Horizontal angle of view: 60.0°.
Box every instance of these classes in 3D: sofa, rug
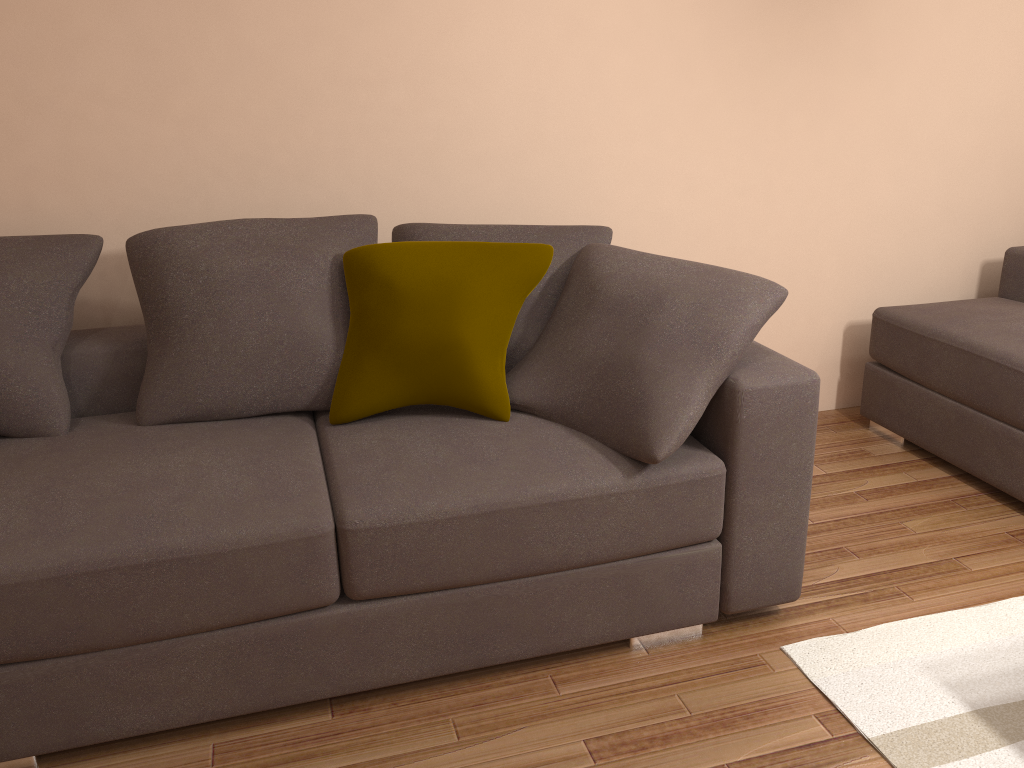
[{"bbox_3d":[2.931,0.271,2.465,1.906,0.776,3.565,-7,20,-14],"label":"sofa"},{"bbox_3d":[1.884,0.952,1.702,1.791,0.024,2.122,-7,20,-14],"label":"rug"},{"bbox_3d":[-0.956,0.441,2.285,3.565,0.776,1.906,-7,20,-14],"label":"sofa"}]

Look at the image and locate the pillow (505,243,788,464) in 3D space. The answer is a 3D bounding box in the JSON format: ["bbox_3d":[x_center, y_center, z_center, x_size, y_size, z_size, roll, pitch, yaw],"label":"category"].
[{"bbox_3d":[0.325,-0.116,2.551,0.560,0.470,0.749,-19,26,-41],"label":"pillow"}]

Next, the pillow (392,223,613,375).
[{"bbox_3d":[-0.098,-0.201,2.968,0.811,0.635,0.399,8,21,26],"label":"pillow"}]

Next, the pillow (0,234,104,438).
[{"bbox_3d":[-1.675,-0.143,2.712,0.787,0.576,0.431,-2,19,0],"label":"pillow"}]

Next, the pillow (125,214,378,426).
[{"bbox_3d":[-0.790,-0.209,2.798,0.783,0.590,0.459,-5,19,-10],"label":"pillow"}]

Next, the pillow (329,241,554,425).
[{"bbox_3d":[-0.212,-0.161,2.666,0.658,0.492,0.382,1,19,9],"label":"pillow"}]
